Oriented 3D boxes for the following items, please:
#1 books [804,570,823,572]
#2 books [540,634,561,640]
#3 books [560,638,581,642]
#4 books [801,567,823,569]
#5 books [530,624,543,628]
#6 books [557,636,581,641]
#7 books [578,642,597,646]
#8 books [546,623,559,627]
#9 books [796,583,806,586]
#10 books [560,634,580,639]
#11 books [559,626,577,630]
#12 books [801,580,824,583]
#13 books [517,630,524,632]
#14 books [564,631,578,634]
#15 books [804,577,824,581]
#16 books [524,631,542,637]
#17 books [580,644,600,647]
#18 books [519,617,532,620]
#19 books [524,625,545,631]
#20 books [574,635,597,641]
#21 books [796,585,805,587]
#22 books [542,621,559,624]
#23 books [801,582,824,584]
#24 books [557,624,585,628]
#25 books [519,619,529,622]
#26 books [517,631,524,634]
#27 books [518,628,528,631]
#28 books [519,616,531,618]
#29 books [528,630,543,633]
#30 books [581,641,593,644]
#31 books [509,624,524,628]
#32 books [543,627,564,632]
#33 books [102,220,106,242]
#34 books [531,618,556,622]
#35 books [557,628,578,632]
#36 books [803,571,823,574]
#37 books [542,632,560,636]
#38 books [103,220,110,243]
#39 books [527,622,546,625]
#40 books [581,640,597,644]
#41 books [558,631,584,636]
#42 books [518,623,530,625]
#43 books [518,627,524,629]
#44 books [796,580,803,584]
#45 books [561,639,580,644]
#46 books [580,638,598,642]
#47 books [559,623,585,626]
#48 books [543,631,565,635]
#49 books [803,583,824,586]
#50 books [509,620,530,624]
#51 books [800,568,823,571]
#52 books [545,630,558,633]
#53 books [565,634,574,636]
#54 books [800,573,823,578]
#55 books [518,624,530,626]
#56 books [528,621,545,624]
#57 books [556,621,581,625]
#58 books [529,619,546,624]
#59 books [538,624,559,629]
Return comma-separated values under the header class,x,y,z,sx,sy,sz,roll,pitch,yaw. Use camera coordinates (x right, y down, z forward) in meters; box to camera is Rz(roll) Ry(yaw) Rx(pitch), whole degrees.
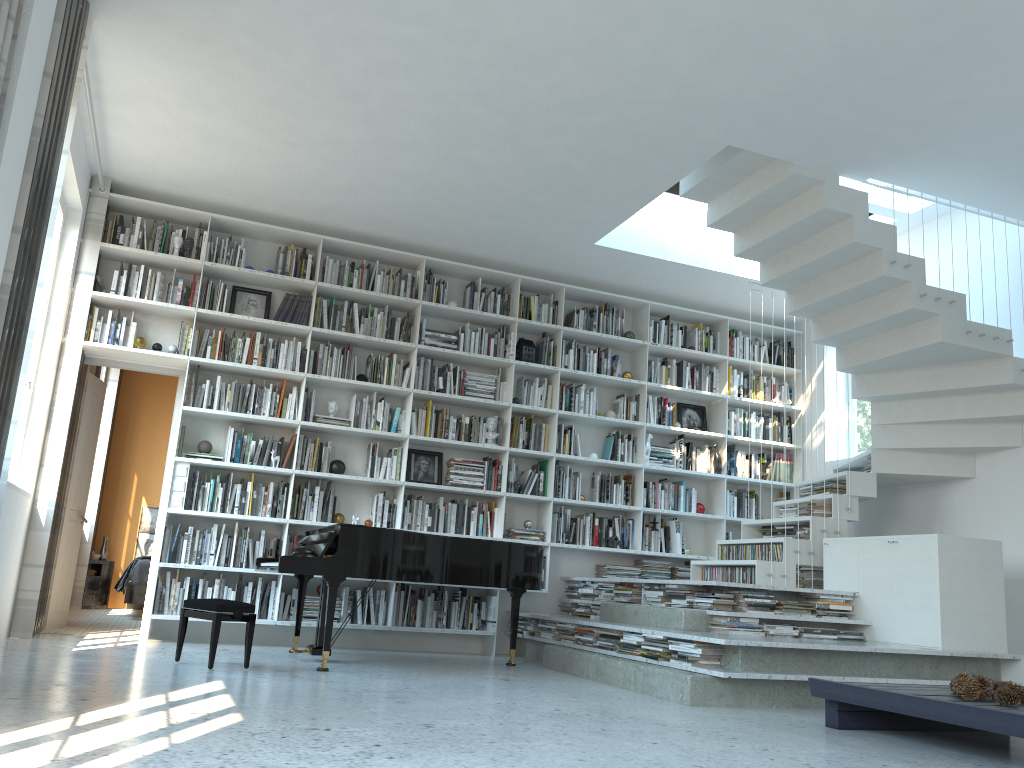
class,x,y,z,sx,sy,sz,roll,pitch,yaw
books,2.644,1.609,7.605,0.210,0.009,0.160,9,-14,-19
books,0.332,1.870,6.545,0.177,0.026,0.230,8,-14,-17
books,0.465,1.810,6.268,0.140,0.008,0.284,9,-14,-22
books,2.640,1.585,7.626,0.215,0.013,0.189,9,-14,-22
books,0.245,1.867,6.848,0.143,0.019,0.231,8,-14,-19
books,0.454,1.798,6.266,0.159,0.012,0.293,10,-14,-23
books,0.562,1.755,5.977,0.161,0.008,0.254,8,-13,-15
books,0.360,1.785,6.572,0.130,0.018,0.256,8,-14,-17
books,2.608,1.764,7.773,0.254,0.015,0.159,10,-14,-23
books,0.459,1.787,6.270,0.165,0.012,0.205,9,-14,-20
books,0.447,1.732,6.275,0.182,0.016,0.199,8,-13,-15
books,2.627,1.694,7.589,0.233,0.015,0.170,8,-13,-15
books,0.121,1.977,7.099,0.155,0.009,0.233,10,-14,-25
books,0.468,1.758,6.279,0.140,0.013,0.181,8,-14,-17
books,2.632,1.671,7.585,0.204,0.028,0.163,8,-14,-18
books,0.221,1.927,6.827,0.189,0.030,0.238,9,-14,-20
books,0.576,1.766,5.981,0.148,0.008,0.236,9,-14,-21
books,0.132,1.880,7.122,0.158,0.014,0.235,9,-14,-22
books,0.216,1.886,6.833,0.191,0.028,0.213,8,-14,-16
books,0.563,1.718,5.985,0.182,0.013,0.288,8,-14,-19
books,2.608,1.776,7.767,0.286,0.010,0.165,9,-14,-20
books,0.348,1.772,6.570,0.159,0.006,0.285,8,-14,-18
books,2.626,1.704,7.587,0.262,0.006,0.185,9,-14,-19
books,0.455,1.718,6.281,0.171,0.015,0.253,10,-14,-23
books,0.144,1.898,7.123,0.133,0.017,0.231,8,-14,-19
books,0.122,1.989,7.097,0.172,0.015,0.241,9,-14,-20
books,0.113,1.966,7.098,0.179,0.012,0.262,8,-14,-17
books,0.126,1.869,7.122,0.157,0.007,0.269,8,-13,-15
books,0.234,1.908,6.836,0.147,0.012,0.206,10,-14,-25
books,0.583,1.752,5.986,0.129,0.005,0.296,8,-14,-18
books,0.113,1.941,7.103,0.177,0.012,0.279,10,-14,-24
books,0.339,1.815,6.558,0.171,0.020,0.194,8,-14,-16
books,-3.016,-1.088,6.545,0.014,0.218,0.188,9,-13,-20
books,0.246,1.822,6.857,0.137,0.018,0.201,8,-14,-16
books,0.452,1.745,6.275,0.169,0.009,0.242,10,-14,-24
books,2.642,1.621,7.606,0.212,0.014,0.169,8,-14,-19
books,0.340,1.851,6.551,0.172,0.014,0.221,8,-14,-19
books,-3.006,-1.085,6.572,0.024,0.227,0.130,9,-13,-20
books,0.235,1.853,6.847,0.160,0.009,0.292,8,-14,-18
books,0.584,1.745,5.988,0.132,0.009,0.269,8,-14,-19
books,0.455,1.768,6.272,0.159,0.011,0.246,10,-14,-24
books,0.139,1.924,7.116,0.136,0.013,0.258,9,-14,-22
books,0.135,1.960,7.108,0.122,0.008,0.291,10,-14,-25
books,2.610,1.743,7.775,0.185,0.027,0.161,8,-14,-18
books,0.456,1.819,6.262,0.157,0.014,0.180,10,-14,-23
books,0.578,1.733,5.988,0.130,0.014,0.250,10,-14,-25
books,0.458,1.705,6.285,0.174,0.011,0.228,9,-14,-21
books,0.353,1.843,6.558,0.149,0.007,0.301,9,-14,-20
books,2.630,1.713,7.573,0.233,0.017,0.163,9,-14,-20
books,0.110,1.907,7.108,0.191,0.013,0.244,10,-14,-24
books,2.643,1.597,7.613,0.286,0.017,0.171,9,-14,-21
books,0.353,1.833,6.560,0.147,0.012,0.206,8,-14,-19
books,0.472,1.780,6.276,0.123,0.008,0.295,8,-14,-17
books,2.631,1.646,7.599,0.254,0.027,0.188,9,-14,-20
books,0.116,1.932,7.106,0.188,0.009,0.211,9,-14,-21
books,0.244,1.847,6.852,0.126,0.005,0.291,10,-14,-25
books,0.445,1.695,6.282,0.193,0.005,0.225,10,-14,-24
books,0.250,1.839,6.855,0.135,0.014,0.298,8,-14,-19
books,0.337,1.798,6.560,0.180,0.015,0.294,9,-14,-22
